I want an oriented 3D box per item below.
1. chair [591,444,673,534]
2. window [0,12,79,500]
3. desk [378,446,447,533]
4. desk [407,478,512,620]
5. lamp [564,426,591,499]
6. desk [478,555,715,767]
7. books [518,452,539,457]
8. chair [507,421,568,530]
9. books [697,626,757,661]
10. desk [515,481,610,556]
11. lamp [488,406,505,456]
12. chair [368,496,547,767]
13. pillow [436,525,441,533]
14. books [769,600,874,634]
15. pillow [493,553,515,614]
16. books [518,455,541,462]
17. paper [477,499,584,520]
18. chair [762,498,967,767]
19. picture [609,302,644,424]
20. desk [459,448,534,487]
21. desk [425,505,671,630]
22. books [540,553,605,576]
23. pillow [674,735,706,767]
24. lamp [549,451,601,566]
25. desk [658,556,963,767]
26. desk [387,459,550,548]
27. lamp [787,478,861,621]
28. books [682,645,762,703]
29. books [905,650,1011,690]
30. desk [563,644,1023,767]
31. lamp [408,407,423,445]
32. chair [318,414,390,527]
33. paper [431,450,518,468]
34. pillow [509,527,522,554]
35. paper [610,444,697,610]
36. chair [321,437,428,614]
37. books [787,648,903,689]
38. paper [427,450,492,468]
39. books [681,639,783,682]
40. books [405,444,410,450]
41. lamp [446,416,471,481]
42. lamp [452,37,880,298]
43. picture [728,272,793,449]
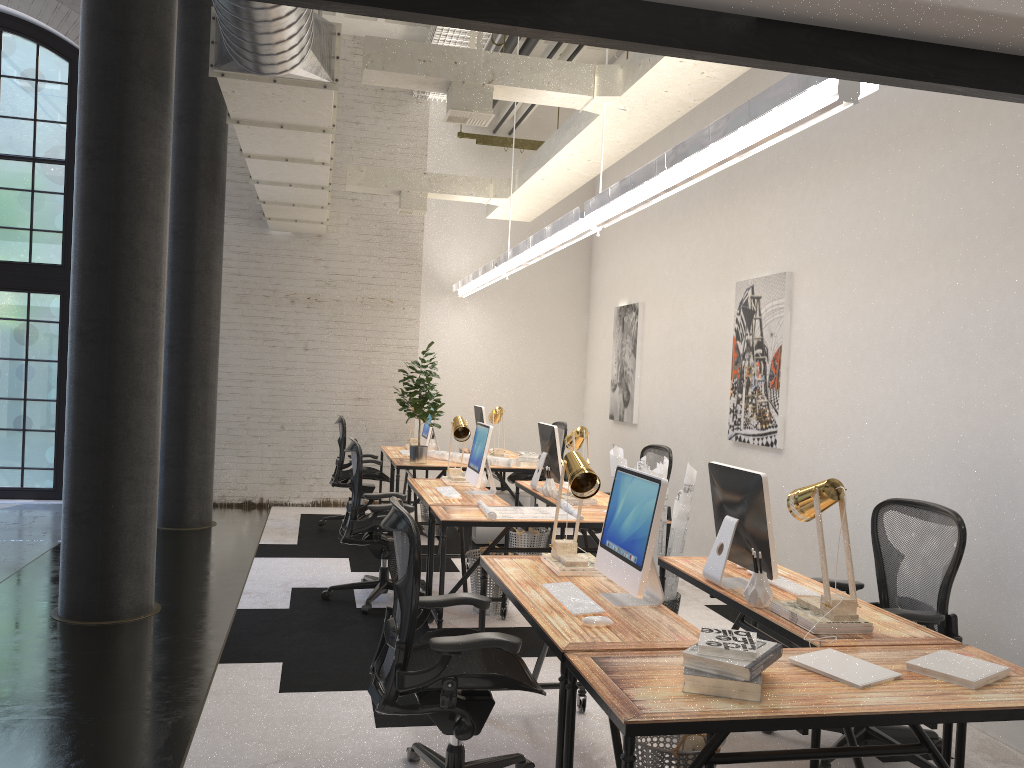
[{"bbox_3d":[0.870,0.990,6.573,0.792,1.086,0.770,2,1,-29],"label":"chair"},{"bbox_3d":[-5.833,-1.344,9.265,2.491,5.181,0.137,3,1,-12],"label":"window"},{"bbox_3d":[-1.013,1.041,8.818,0.529,0.725,1.400,3,1,-12],"label":"desk"},{"bbox_3d":[-0.419,1.108,6.204,0.529,0.725,1.400,3,1,-12],"label":"desk"},{"bbox_3d":[0.448,0.517,5.988,0.128,0.470,0.344,2,1,-12],"label":"lamp"},{"bbox_3d":[0.242,1.157,3.384,0.529,0.725,1.400,3,1,-12],"label":"desk"},{"bbox_3d":[0.146,0.636,8.025,0.153,0.030,0.185,3,0,-14],"label":"books"},{"bbox_3d":[0.276,0.924,9.187,0.792,1.086,0.770,2,1,-29],"label":"chair"},{"bbox_3d":[0.596,0.714,2.448,0.153,0.030,0.185,3,0,16],"label":"books"},{"bbox_3d":[0.409,1.146,6.379,0.529,0.725,1.400,3,1,-12],"label":"desk"},{"bbox_3d":[-0.145,0.451,8.602,0.126,0.470,0.344,2,1,-12],"label":"lamp"},{"bbox_3d":[-0.202,0.959,3.183,0.792,1.086,0.770,2,1,-29],"label":"chair"},{"bbox_3d":[-0.649,1.221,8.425,0.119,0.406,0.239,3,1,-12],"label":"pillow"},{"bbox_3d":[1.081,0.816,3.118,0.225,0.038,0.308,3,0,-12],"label":"books"},{"bbox_3d":[-0.055,1.287,5.811,0.119,0.406,0.239,3,1,-12],"label":"pillow"},{"bbox_3d":[0.159,0.668,8.028,0.193,0.044,0.257,3,0,5],"label":"books"},{"bbox_3d":[0.102,0.752,5.339,0.626,0.061,0.567,3,0,-15],"label":"paper"},{"bbox_3d":[1.530,1.039,3.753,0.792,1.086,0.770,2,1,-29],"label":"chair"},{"bbox_3d":[1.156,-0.209,9.016,0.049,1.183,0.731,2,1,-12],"label":"picture"},{"bbox_3d":[-0.185,1.080,8.993,0.529,0.725,1.400,3,1,-12],"label":"desk"},{"bbox_3d":[0.208,1.143,5.344,1.401,0.725,0.529,3,1,-12],"label":"desk"},{"bbox_3d":[0.268,0.773,3.809,0.225,0.038,0.308,3,0,-12],"label":"books"},{"bbox_3d":[0.606,1.336,2.992,0.119,0.406,0.239,3,1,-12],"label":"pillow"},{"bbox_3d":[0.263,0.522,3.748,0.126,0.470,0.344,2,1,-12],"label":"lamp"},{"bbox_3d":[1.070,1.195,3.559,0.529,0.725,1.400,3,1,-12],"label":"desk"},{"bbox_3d":[-0.386,1.077,7.958,1.401,0.725,0.529,3,1,-12],"label":"desk"},{"bbox_3d":[1.109,0.566,3.168,0.128,0.470,0.344,2,1,-12],"label":"lamp"},{"bbox_3d":[0.580,0.792,2.436,0.200,0.050,0.271,3,0,15],"label":"books"},{"bbox_3d":[1.313,0.839,2.614,0.235,0.024,0.200,2,0,-39],"label":"books"},{"bbox_3d":[0.869,1.192,2.524,1.401,0.725,0.529,3,1,-12],"label":"desk"},{"bbox_3d":[-0.992,0.406,9.182,0.126,0.470,0.344,2,1,-12],"label":"lamp"},{"bbox_3d":[-1.456,0.844,8.617,0.792,1.086,0.770,2,1,-29],"label":"chair"},{"bbox_3d":[-0.388,0.671,8.102,1.133,0.082,0.083,3,1,42],"label":"paper"},{"bbox_3d":[0.030,1.285,6.779,0.119,0.406,0.239,3,1,-12],"label":"pillow"},{"bbox_3d":[0.744,0.935,4.893,0.412,1.198,0.440,2,1,-34],"label":"paper"},{"bbox_3d":[-0.862,0.910,6.003,0.792,1.086,0.770,2,1,-29],"label":"chair"},{"bbox_3d":[0.967,0.826,2.581,0.205,0.019,0.243,2,0,-35],"label":"books"},{"bbox_3d":[-0.552,0.664,8.067,0.083,0.082,1.133,2,1,-38],"label":"paper"},{"bbox_3d":[0.608,0.746,2.443,0.193,0.044,0.257,3,0,35],"label":"books"},{"bbox_3d":[-0.987,0.657,9.243,0.225,0.038,0.308,3,0,-12],"label":"books"},{"bbox_3d":[-0.397,0.473,6.568,0.128,0.470,0.344,2,1,-12],"label":"lamp"},{"bbox_3d":[0.291,-2.281,6.178,0.226,2.865,7.299,2,1,-12],"label":"lamp"},{"bbox_3d":[1.749,-0.164,6.297,0.049,1.183,0.731,2,1,-12],"label":"picture"}]
